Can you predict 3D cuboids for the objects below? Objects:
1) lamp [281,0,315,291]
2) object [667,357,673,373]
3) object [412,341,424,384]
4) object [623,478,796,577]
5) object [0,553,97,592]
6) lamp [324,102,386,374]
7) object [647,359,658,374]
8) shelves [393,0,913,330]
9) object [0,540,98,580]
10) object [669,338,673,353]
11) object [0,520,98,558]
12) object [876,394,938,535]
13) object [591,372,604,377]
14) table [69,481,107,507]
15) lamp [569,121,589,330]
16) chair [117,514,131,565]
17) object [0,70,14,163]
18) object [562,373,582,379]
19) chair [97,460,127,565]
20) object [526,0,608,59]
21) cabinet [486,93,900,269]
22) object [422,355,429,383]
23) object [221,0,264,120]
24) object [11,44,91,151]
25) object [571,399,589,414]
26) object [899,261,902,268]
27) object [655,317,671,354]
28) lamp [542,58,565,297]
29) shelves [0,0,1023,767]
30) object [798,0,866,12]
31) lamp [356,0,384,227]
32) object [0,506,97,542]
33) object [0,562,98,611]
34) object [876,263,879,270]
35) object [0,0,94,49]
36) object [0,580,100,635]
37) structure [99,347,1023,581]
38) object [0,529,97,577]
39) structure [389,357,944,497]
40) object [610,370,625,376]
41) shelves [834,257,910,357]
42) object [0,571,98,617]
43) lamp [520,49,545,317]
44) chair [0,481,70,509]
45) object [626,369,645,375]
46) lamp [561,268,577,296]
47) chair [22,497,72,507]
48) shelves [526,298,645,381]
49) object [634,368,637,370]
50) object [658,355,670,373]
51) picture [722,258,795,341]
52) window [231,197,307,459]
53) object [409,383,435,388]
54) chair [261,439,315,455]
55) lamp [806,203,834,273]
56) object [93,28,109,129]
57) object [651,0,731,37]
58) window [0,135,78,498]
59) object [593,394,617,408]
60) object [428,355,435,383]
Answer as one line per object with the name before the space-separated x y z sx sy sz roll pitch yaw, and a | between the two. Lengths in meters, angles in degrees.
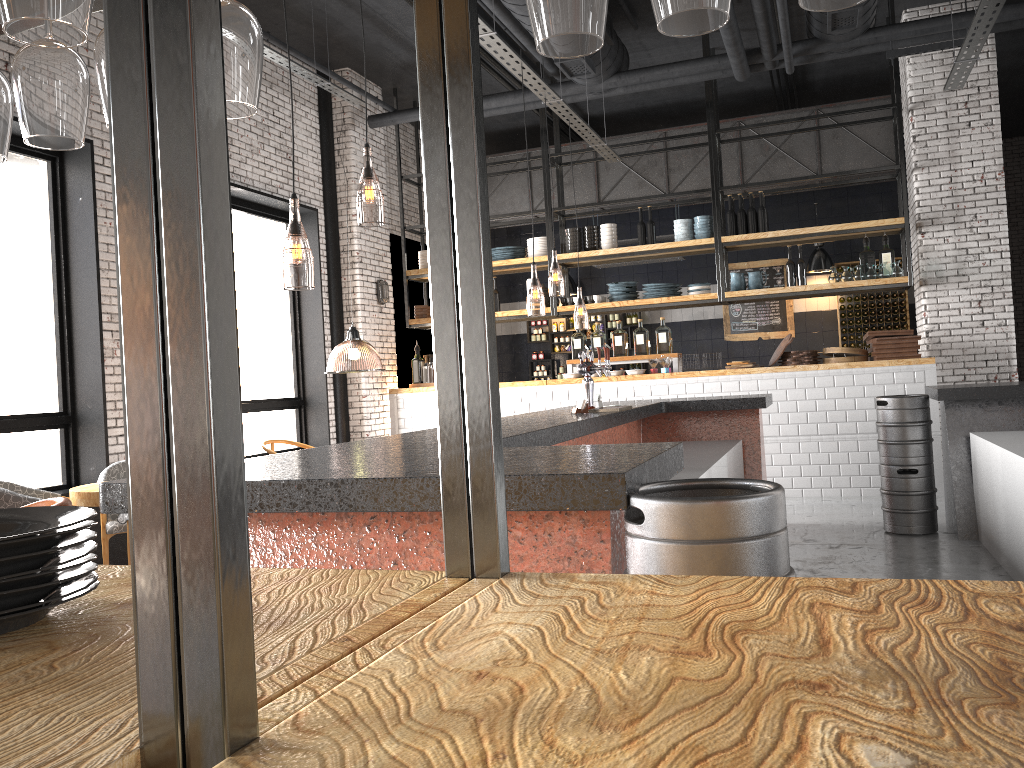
lamp | -0.766 -1.119 3.011 0.108 1.599 0.108 -2 -1 -38
object | 1.673 -0.201 9.531 0.122 0.165 0.112 -3 -1 -16
object | -1.122 -0.249 10.601 0.106 0.554 0.157 -4 -1 19
object | 0.477 0.759 2.076 0.398 1.035 0.399 -3 -1 -35
object | -0.681 0.249 1.096 0.306 0.046 0.305 -3 0 -23
lamp | -1.455 -1.306 7.852 0.537 2.407 0.536 -3 -1 -29
object | 1.521 -0.192 9.525 0.112 0.165 0.122 -3 -1 -36
shelves | 1.388 -2.377 10.205 5.674 3.068 0.597 -3 -1 19
object | -0.680 0.234 1.096 0.306 0.042 0.305 -3 0 -23
object | 1.741 -0.416 9.680 0.061 0.164 0.034 -3 -1 -37
object | -0.682 0.208 1.098 0.305 0.048 0.306 -3 0 45
object | 2.991 0.605 6.723 0.398 1.035 0.399 -3 -1 -35
object | 0.889 -0.103 9.712 0.216 0.059 0.324 -3 0 20
table | -2.265 1.027 5.620 0.932 0.810 0.931 -3 0 -23
lamp | 0.462 -1.196 6.477 0.108 1.599 0.108 -2 -1 -38
chair | -1.867 0.960 5.062 0.681 0.929 0.643 -3 -1 -26
object | -0.796 -0.467 1.311 0.101 0.267 0.101 -3 -1 -17
object | 0.674 -0.089 9.802 0.216 0.056 0.324 -3 0 20
chair | -2.577 0.999 6.316 0.681 0.929 0.643 -3 -1 -26
object | 0.058 -0.516 1.008 0.101 0.267 0.101 -4 -1 34
cabinet | 2.220 -2.593 12.336 5.861 1.769 0.682 -3 -1 19
object | -1.016 -0.161 10.578 0.070 0.368 0.107 -4 -1 19
object | -0.380 -0.491 1.164 0.101 0.267 0.101 -3 -1 -40
object | -0.658 -0.475 1.262 0.101 0.267 0.101 -3 -1 -17
object | 0.429 0.141 5.645 0.091 0.091 0.177 -3 0 -5
object | 5.208 -1.611 11.901 0.079 0.079 0.283 -3 0 20
object | 1.674 -0.533 9.793 0.154 0.404 0.154 -4 -1 19
lamp | 0.254 -1.382 5.925 0.108 1.599 0.108 -2 -1 -38
shelves | 0.336 -1.224 0.745 3.658 5.021 0.690 -4 -1 19
object | 0.327 -0.531 0.913 0.101 0.267 0.101 -4 -1 34
lamp | -0.603 -1.428 3.525 0.108 1.599 0.108 -2 -1 -38
object | -0.682 0.193 1.098 0.306 0.039 0.306 -3 0 2
object | -0.680 0.257 1.095 0.306 0.044 0.306 -3 0 20
object | 4.934 -1.595 11.974 0.079 0.079 0.283 -3 0 20
object | -0.476 -0.485 0.894 0.101 0.267 0.101 -3 -1 -40
object | -0.678 0.283 1.095 0.306 0.035 0.305 -3 0 -33
structure | 1.809 0.455 4.573 4.308 1.534 5.877 -3 0 20
object | -0.681 0.219 1.097 0.306 0.037 0.306 -3 0 21
structure | 1.576 0.560 10.066 5.798 1.346 1.511 -3 0 19
object | 1.122 -0.115 9.653 0.216 0.056 0.324 -3 0 20
shelves | 4.931 -0.604 12.070 0.889 2.149 0.251 -4 -1 19
object | -0.679 0.272 1.095 0.305 0.041 0.306 -3 0 37
lamp | 0.101 -1.202 5.287 0.108 1.599 0.108 -3 -1 1
chair | -2.988 1.025 5.404 0.644 0.929 0.680 -3 -1 -26
object | 1.334 -0.129 9.560 0.216 0.060 0.324 -3 0 20
lamp | 0.798 -1.822 13.456 0.390 0.937 0.390 -4 -1 22
chair | -2.145 0.979 3.783 0.644 0.929 0.680 -3 -1 -33
shelves | 1.107 -0.490 13.476 1.760 1.483 0.157 -3 -1 19
object | 1.335 -0.159 9.463 0.039 0.021 0.203 -3 0 -3
object | 1.621 -0.210 9.416 0.128 0.189 0.123 -4 -1 28
picture | 3.536 -1.202 12.794 0.980 1.143 0.020 -4 -1 19
window | -2.555 -0.540 9.136 0.365 2.698 1.535 -4 -1 20
object | -0.962 0.012 10.668 0.411 0.050 0.411 -3 0 19
chair | -2.013 0.967 8.178 0.643 0.921 0.613 -4 -1 26
lamp | 4.217 -2.018 12.208 0.390 0.937 0.390 -4 -1 22
object | -0.519 -0.483 1.213 0.101 0.267 0.101 -3 -1 -17
object | 0.188 -0.524 0.962 0.101 0.267 0.101 -4 -1 34
window | -3.625 -0.473 6.117 0.365 2.698 1.535 -4 -1 20
object | 0.624 0.121 6.453 0.200 0.106 0.767 -3 0 20
object | -0.954 -0.165 10.557 0.070 0.368 0.107 -4 -1 19
